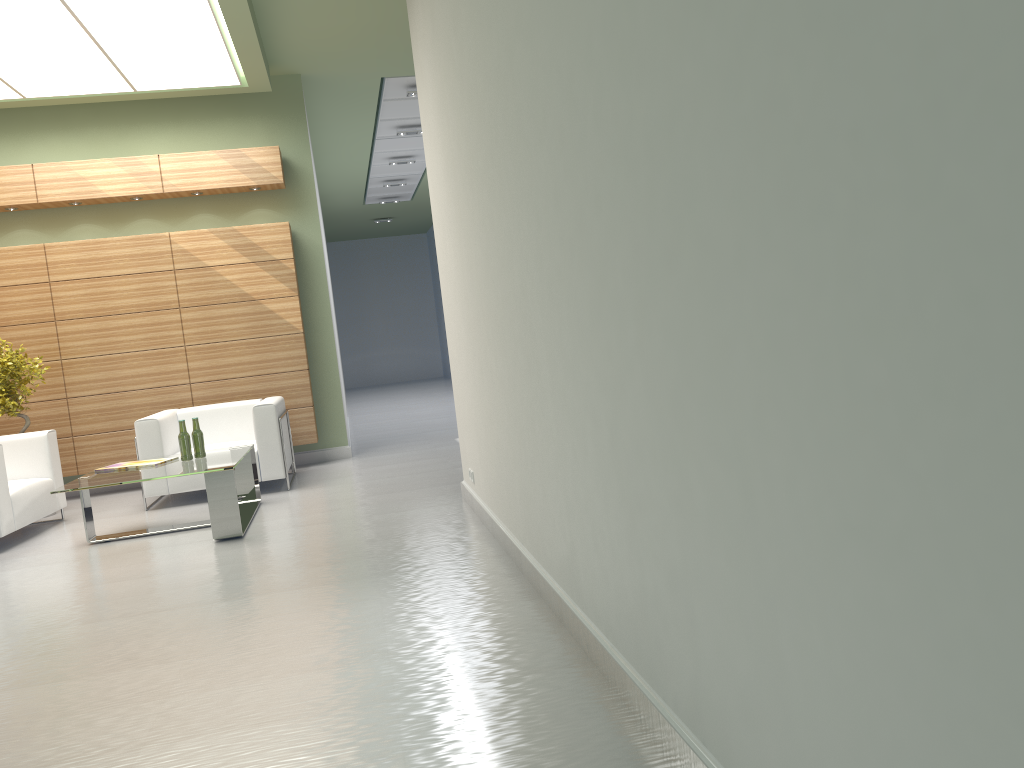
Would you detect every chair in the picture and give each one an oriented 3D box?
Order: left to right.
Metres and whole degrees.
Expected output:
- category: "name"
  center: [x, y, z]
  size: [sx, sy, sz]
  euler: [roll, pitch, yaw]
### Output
- category: "chair"
  center: [-6.684, 1.347, 10.740]
  size: [1.769, 1.234, 1.894]
  euler: [-7, 4, -5]
- category: "chair"
  center: [-4.169, 0.931, 12.671]
  size: [1.894, 1.234, 1.802]
  euler: [-7, 4, -10]

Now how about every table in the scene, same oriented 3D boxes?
- category: "table"
  center: [-3.915, 1.290, 10.119]
  size: [1.783, 0.742, 2.197]
  euler: [-7, 4, -10]

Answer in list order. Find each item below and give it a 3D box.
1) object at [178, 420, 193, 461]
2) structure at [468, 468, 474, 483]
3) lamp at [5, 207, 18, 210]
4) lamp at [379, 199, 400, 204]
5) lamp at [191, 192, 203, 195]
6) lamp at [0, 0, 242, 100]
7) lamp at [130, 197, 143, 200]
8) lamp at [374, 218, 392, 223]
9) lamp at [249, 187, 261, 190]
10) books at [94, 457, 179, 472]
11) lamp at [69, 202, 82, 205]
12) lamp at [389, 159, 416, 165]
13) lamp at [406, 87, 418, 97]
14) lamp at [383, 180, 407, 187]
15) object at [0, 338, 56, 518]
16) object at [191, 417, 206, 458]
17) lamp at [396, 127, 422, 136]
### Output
- category: "object"
  center: [-3.786, 0.651, 10.249]
  size: [0.131, 0.475, 0.131]
  euler: [-3, 5, 44]
- category: "structure"
  center: [-0.425, 0.959, 9.308]
  size: [0.017, 0.118, 0.262]
  euler: [-7, 4, -10]
- category: "lamp"
  center: [-7.585, -2.679, 13.434]
  size: [0.181, 0.074, 0.181]
  euler: [-8, 4, -16]
- category: "lamp"
  center: [-3.918, -5.868, 28.306]
  size: [0.657, 0.159, 0.286]
  euler: [-7, 4, -10]
- category: "lamp"
  center: [-4.947, -3.015, 13.923]
  size: [0.181, 0.074, 0.181]
  euler: [-3, 5, 40]
- category: "lamp"
  center: [-5.858, -4.287, 10.506]
  size: [4.571, 0.325, 5.060]
  euler: [-7, 4, -10]
- category: "lamp"
  center: [-5.829, -2.903, 13.760]
  size: [0.181, 0.074, 0.181]
  euler: [-8, 4, -16]
- category: "lamp"
  center: [-4.755, -6.058, 32.687]
  size: [0.657, 0.159, 0.286]
  euler: [-7, 4, -10]
- category: "lamp"
  center: [-4.084, -3.126, 14.083]
  size: [0.181, 0.074, 0.181]
  euler: [-8, 4, -16]
- category: "books"
  center: [-4.383, 0.939, 10.373]
  size: [0.762, 0.025, 0.508]
  euler: [-6, 4, 10]
- category: "lamp"
  center: [-6.698, -2.792, 13.599]
  size: [0.181, 0.074, 0.181]
  euler: [-3, 5, 40]
- category: "lamp"
  center: [-2.760, -5.606, 22.240]
  size: [0.657, 0.159, 0.286]
  euler: [-7, 4, -10]
- category: "lamp"
  center: [-1.590, -5.341, 16.116]
  size: [0.657, 0.159, 0.286]
  euler: [-7, 4, -10]
- category: "lamp"
  center: [-3.347, -5.739, 25.316]
  size: [0.657, 0.159, 0.286]
  euler: [-7, 4, -10]
- category: "object"
  center: [-7.026, 0.604, 12.308]
  size: [1.201, 2.565, 1.116]
  euler: [-10, 5, -42]
- category: "object"
  center: [-3.682, 0.630, 10.391]
  size: [0.131, 0.475, 0.131]
  euler: [-3, 5, 44]
- category: "lamp"
  center: [-2.162, -5.470, 19.111]
  size: [0.657, 0.159, 0.286]
  euler: [-7, 4, -10]
